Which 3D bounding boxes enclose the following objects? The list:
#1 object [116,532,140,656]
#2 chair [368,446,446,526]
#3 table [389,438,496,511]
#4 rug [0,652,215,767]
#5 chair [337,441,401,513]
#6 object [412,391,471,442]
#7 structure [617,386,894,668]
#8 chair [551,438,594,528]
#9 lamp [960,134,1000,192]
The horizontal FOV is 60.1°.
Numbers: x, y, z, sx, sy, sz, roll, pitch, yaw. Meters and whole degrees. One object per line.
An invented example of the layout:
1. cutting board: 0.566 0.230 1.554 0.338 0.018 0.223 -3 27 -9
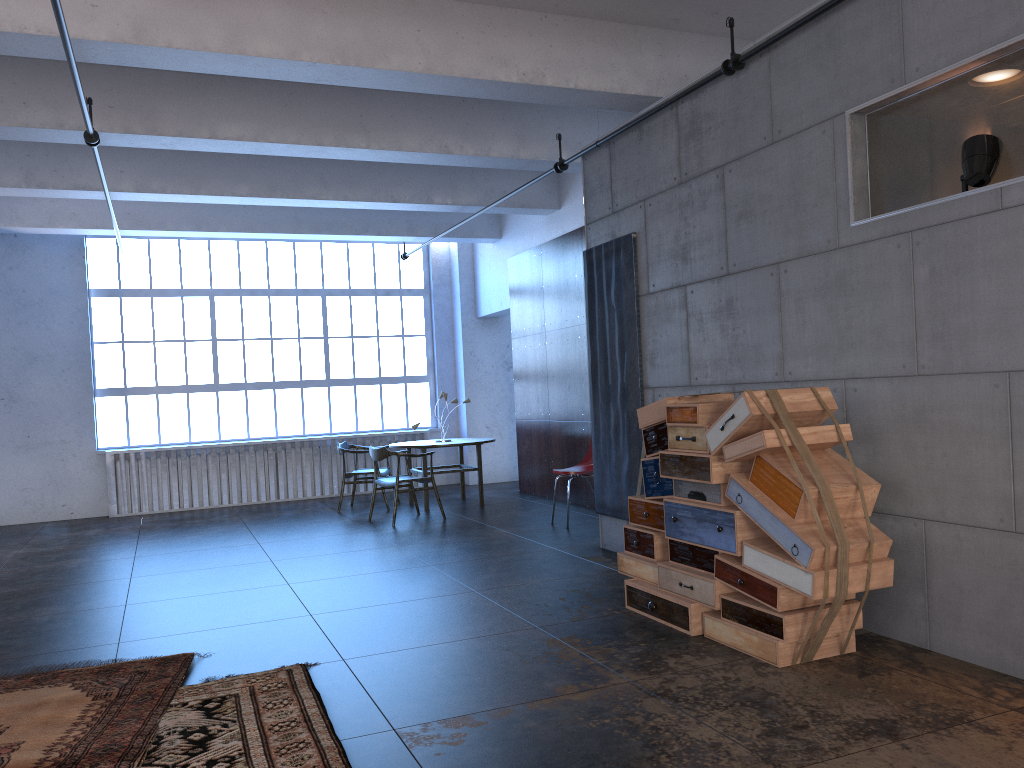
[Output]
1. object: 3.201 1.347 0.728 20.037 0.001 26.797 -3 -1 -22
2. chair: -1.192 1.095 9.810 0.686 0.864 0.713 -3 0 -35
3. table: -0.838 1.140 10.987 1.292 0.851 1.328 -3 0 21
4. rug: -2.222 1.473 3.106 1.893 0.048 3.490 -3 -1 -12
5. chair: -1.802 1.139 11.054 0.671 0.864 0.729 -3 0 4
6. object: -0.867 0.398 10.965 0.785 0.624 0.236 -3 1 -21
7. structure: 1.180 0.688 4.862 0.647 1.315 1.885 -3 0 -22
8. chair: 0.742 0.924 8.925 0.666 0.988 0.421 -3 1 -23
9. lamp: 2.107 -0.987 3.982 0.216 0.259 0.168 -3 0 -41
